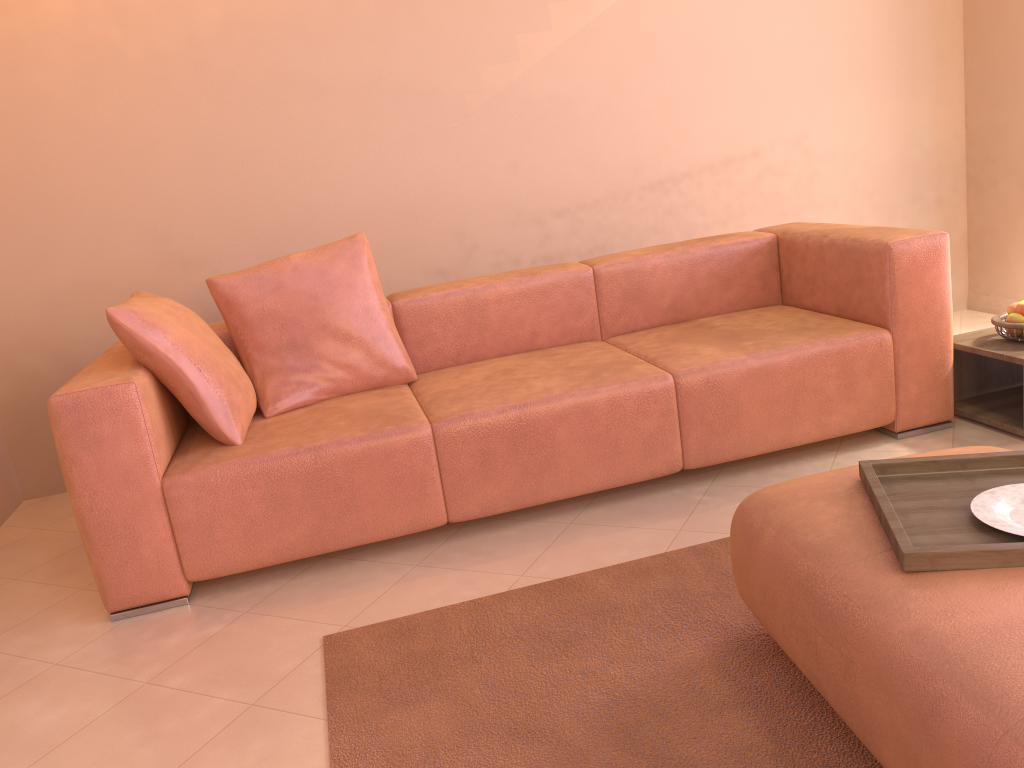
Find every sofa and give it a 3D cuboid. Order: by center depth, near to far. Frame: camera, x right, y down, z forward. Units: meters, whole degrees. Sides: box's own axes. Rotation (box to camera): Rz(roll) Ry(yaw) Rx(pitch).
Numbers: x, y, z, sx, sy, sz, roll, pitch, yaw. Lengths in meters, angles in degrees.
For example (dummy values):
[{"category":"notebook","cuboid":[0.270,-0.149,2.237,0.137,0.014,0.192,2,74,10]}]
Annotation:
[{"category":"sofa","cuboid":[0.034,-0.012,3.077,2.781,0.672,0.943,-11,14,-11]}]

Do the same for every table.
[{"category":"table","cuboid":[1.977,-0.074,2.999,0.918,0.268,0.412,-11,14,-11]}]

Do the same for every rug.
[{"category":"rug","cuboid":[0.712,0.723,1.130,1.833,0.005,2.626,-11,14,-11]}]

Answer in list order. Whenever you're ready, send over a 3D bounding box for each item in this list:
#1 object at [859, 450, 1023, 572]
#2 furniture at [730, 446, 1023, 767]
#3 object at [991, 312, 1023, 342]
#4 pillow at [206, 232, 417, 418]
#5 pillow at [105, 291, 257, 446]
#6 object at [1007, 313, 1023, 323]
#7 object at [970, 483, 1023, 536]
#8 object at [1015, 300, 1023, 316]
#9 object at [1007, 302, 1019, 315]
[{"category":"object","cuboid":[0.878,0.210,1.564,0.436,0.034,0.421,-5,14,13]},{"category":"furniture","cuboid":[0.890,0.433,1.354,0.685,0.301,1.291,-10,14,-6]},{"category":"object","cuboid":[1.704,-0.186,2.905,0.235,0.071,0.235,-13,15,-19]},{"category":"pillow","cuboid":[-0.680,-0.210,3.014,0.582,0.528,0.302,-16,16,-27]},{"category":"pillow","cuboid":[-1.001,-0.058,2.771,0.335,0.486,0.554,-12,14,-14]},{"category":"object","cuboid":[1.635,-0.207,2.878,0.045,0.047,0.055,-18,17,-33]},{"category":"object","cuboid":[0.915,0.222,1.510,0.240,0.018,0.240,4,19,41]},{"category":"object","cuboid":[1.676,-0.242,2.883,0.069,0.061,0.068,3,18,39]},{"category":"object","cuboid":[1.668,-0.246,2.936,0.054,0.046,0.047,-15,15,-24]}]
